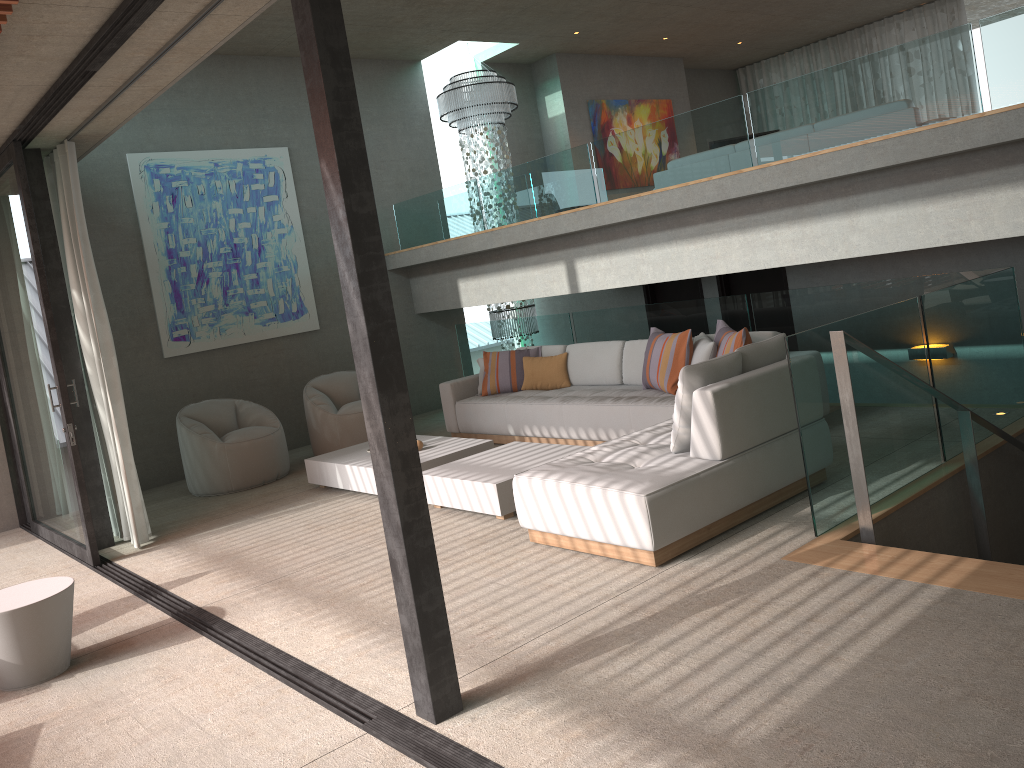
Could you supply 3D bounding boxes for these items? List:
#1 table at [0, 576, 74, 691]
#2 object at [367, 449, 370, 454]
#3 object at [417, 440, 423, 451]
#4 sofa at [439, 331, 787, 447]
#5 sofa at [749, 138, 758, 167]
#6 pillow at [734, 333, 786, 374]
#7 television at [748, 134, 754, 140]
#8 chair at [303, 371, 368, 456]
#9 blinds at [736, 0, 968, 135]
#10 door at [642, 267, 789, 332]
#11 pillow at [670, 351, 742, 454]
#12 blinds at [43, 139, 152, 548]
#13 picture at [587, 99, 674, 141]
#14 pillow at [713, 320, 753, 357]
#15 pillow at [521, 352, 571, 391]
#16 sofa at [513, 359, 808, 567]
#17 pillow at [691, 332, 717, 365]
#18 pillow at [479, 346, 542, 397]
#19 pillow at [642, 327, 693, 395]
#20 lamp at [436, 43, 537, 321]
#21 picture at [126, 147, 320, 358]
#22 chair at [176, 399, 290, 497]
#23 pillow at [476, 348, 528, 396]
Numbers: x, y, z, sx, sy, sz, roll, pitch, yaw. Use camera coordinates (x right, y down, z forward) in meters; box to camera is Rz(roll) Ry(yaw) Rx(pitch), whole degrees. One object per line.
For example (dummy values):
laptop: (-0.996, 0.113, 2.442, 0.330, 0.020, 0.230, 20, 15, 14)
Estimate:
table: (-2.310, 1.197, 4.209, 0.472, 0.391, 0.480, -6, 6, 33)
object: (-0.949, 0.517, 7.071, 0.436, 0.039, 0.156, -9, 7, 7)
object: (-0.753, 0.471, 6.900, 0.119, 0.105, 0.120, -10, 5, -4)
sofa: (0.792, 0.054, 7.426, 1.058, 0.750, 3.448, -14, 8, -38)
sofa: (2.863, -2.089, 8.818, 0.983, 0.860, 3.237, -14, 8, -38)
pillow: (1.429, -0.009, 5.130, 0.496, 0.496, 0.237, -13, 5, -38)
television: (3.236, -3.124, 12.163, 0.959, 0.581, 0.190, -9, 3, 7)
chair: (-1.588, 0.276, 8.835, 0.925, 0.784, 0.922, -11, 5, -15)
blinds: (5.241, -4.054, 13.724, 0.225, 2.717, 3.835, -11, 5, -39)
door: (1.293, 0.294, 2.026, 5.749, 4.454, 15.482, -7, 7, 24)
pillow: (1.064, 0.101, 4.828, 0.496, 0.481, 0.265, -13, 5, -38)
blinds: (-3.589, -0.274, 7.165, 0.225, 2.913, 2.416, -11, 5, -39)
picture: (1.811, -3.460, 12.698, 1.766, 1.245, 0.030, -14, 5, -39)
pillow: (1.595, -0.198, 6.432, 0.279, 0.502, 0.701, -9, 5, 5)
pillow: (0.311, -0.108, 8.155, 0.462, 0.323, 0.228, -8, 4, 14)
sofa: (0.903, 0.351, 4.988, 1.611, 0.730, 1.009, -15, 7, -39)
pillow: (1.424, -0.160, 6.671, 0.238, 0.403, 0.598, -9, 6, 5)
pillow: (-0.008, -0.126, 8.344, 0.654, 0.440, 0.342, -9, 4, 5)
pillow: (1.195, -0.178, 6.903, 0.312, 0.492, 0.738, -11, 6, -15)
lamp: (-0.235, -2.340, 11.150, 0.994, 3.925, 1.008, -8, 3, 31)
picture: (-2.980, -1.441, 9.301, 1.735, 2.041, 0.030, -13, 4, -39)
chair: (-2.566, 0.527, 8.143, 0.930, 0.784, 0.918, -13, 6, -35)
pillow: (-0.076, -0.095, 8.528, 0.618, 0.419, 0.312, -10, 4, -2)
